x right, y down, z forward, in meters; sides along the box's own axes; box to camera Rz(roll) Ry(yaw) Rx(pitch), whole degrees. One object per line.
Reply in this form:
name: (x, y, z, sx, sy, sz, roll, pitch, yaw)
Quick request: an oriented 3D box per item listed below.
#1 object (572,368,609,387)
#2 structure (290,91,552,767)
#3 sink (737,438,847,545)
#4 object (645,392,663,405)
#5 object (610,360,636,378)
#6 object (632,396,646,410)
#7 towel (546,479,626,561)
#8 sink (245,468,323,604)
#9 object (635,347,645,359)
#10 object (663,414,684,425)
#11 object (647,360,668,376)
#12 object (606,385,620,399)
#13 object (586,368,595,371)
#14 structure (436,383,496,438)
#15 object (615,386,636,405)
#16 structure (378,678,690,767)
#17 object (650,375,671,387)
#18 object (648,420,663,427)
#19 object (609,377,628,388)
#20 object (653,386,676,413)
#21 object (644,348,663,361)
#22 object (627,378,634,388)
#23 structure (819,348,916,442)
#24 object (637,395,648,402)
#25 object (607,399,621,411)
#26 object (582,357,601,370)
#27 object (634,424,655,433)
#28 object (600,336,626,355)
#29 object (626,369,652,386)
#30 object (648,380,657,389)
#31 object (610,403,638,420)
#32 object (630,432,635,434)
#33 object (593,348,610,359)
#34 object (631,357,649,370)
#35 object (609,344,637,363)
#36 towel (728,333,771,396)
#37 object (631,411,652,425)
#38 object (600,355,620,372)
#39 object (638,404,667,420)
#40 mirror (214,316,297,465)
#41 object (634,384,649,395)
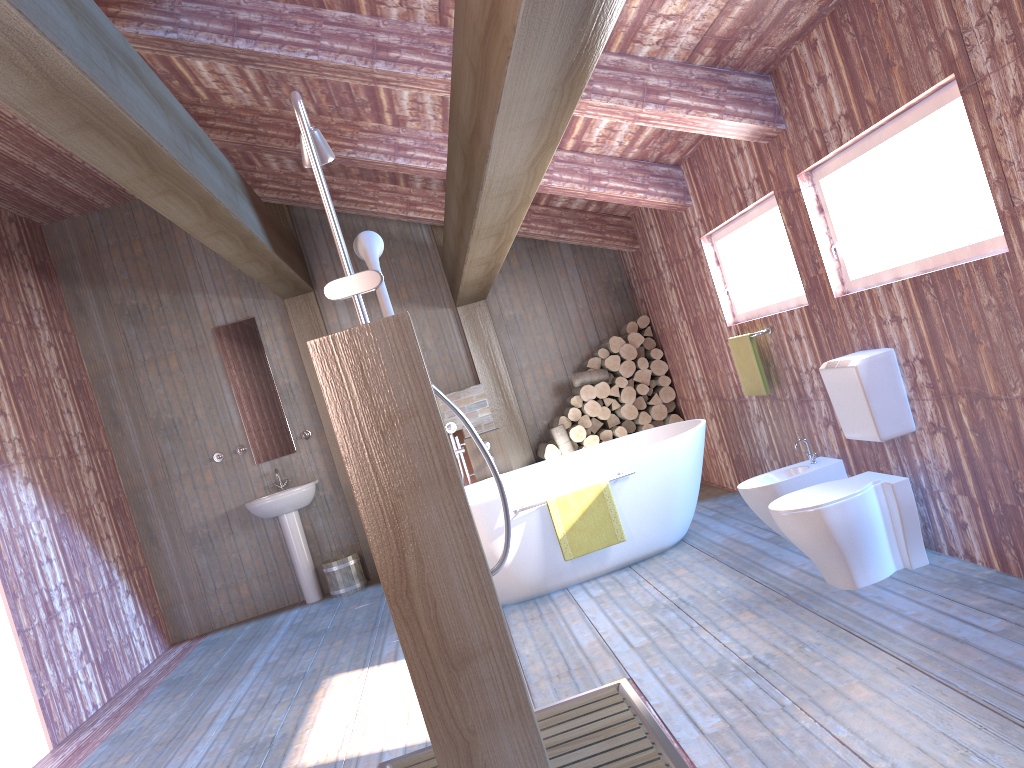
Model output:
object: (0.648, -0.053, 7.339, 0.302, 0.157, 0.121, -17, 0, -4)
structure: (-0.244, 0.223, 2.368, 0.328, 2.209, 0.522, -17, 0, 16)
sink: (1.444, 0.569, 4.578, 0.515, 0.517, 0.335, -17, 0, -4)
object: (1.153, 0.128, 7.480, 0.115, 0.112, 0.423, -17, 0, -5)
object: (0.930, -0.112, 7.468, 0.143, 0.151, 0.440, -17, 0, -5)
object: (1.033, 0.164, 7.455, 0.111, 0.118, 0.302, -17, 0, -6)
towel: (0.412, 0.756, 4.928, 0.370, 0.361, 0.032, -17, 0, -9)
sink: (-1.782, 1.242, 7.241, 0.582, 1.143, 0.475, -17, 0, -6)
object: (1.046, -0.250, 7.582, 0.132, 0.119, 0.319, -17, 0, -4)
object: (1.318, 0.320, 7.511, 0.139, 0.137, 0.455, -17, 0, -7)
object: (1.192, -0.134, 7.494, 0.147, 0.152, 0.439, -17, 0, -5)
object: (0.814, 0.080, 7.449, 0.109, 0.124, 0.424, -17, 0, -6)
object: (0.655, -0.060, 7.538, 0.113, 0.130, 0.291, -17, 0, -4)
structure: (-0.600, 0.794, 7.491, 1.130, 1.330, 0.226, -17, 0, -5)
object: (0.937, 0.102, 7.463, 0.136, 0.157, 0.439, -17, 0, -4)
structure: (0.022, 1.306, 2.909, 1.000, 0.067, 1.000, -17, 0, -5)
object: (1.236, -0.024, 7.491, 0.102, 0.109, 0.438, -17, 0, -5)
object: (1.203, 0.357, 7.579, 0.118, 0.106, 0.319, -17, 0, -7)
object: (0.878, -0.014, 7.457, 0.102, 0.109, 0.438, -17, 0, -5)
object: (1.274, 0.138, 7.500, 0.137, 0.256, 0.439, -17, 0, -5)
object: (1.171, -0.246, 7.491, 0.102, 0.109, 0.438, -17, 0, -5)
object: (0.965, 0.009, 7.445, 0.095, 0.090, 0.278, -17, 0, -4)
structure: (1.517, 0.051, 3.803, 0.182, 0.363, 0.358, -17, 0, -4)
object: (1.091, 0.119, 7.462, 0.065, 0.069, 0.177, -17, 0, -6)
object: (0.845, 0.165, 7.457, 0.085, 0.096, 0.280, -17, 0, -4)
object: (0.680, -0.157, 7.544, 0.140, 0.121, 0.319, -17, 0, -3)
object: (1.107, 0.388, 7.441, 0.116, 0.117, 0.289, -17, 0, -7)
object: (0.849, -0.326, 7.484, 0.135, 0.139, 0.456, -17, 0, -4)
object: (1.060, -0.044, 7.506, 0.172, 0.151, 0.482, -17, 0, -4)
object: (1.174, -0.004, 7.530, 0.088, 0.092, 0.280, -17, 0, -4)
object: (0.933, 0.234, 7.459, 0.141, 0.143, 0.437, -17, 0, -7)
object: (1.033, 0.468, 7.459, 0.115, 0.112, 0.423, -17, 0, -5)
object: (0.750, -0.253, 7.445, 0.094, 0.097, 0.227, -17, 0, -4)
object: (1.059, -0.166, 7.478, 0.089, 0.106, 0.437, -17, 0, -4)
object: (0.927, -0.254, 7.472, 0.141, 0.143, 0.437, -17, 0, -7)
towel: (1.373, -0.107, 5.149, 0.032, 0.361, 0.370, -17, 0, -5)
object: (1.072, 0.286, 7.445, 0.114, 0.113, 0.301, -17, 0, -7)
object: (0.808, -0.168, 7.476, 0.139, 0.148, 0.458, -17, 0, -5)
object: (1.186, 0.240, 7.488, 0.137, 0.133, 0.437, -17, 0, -7)
mirror: (-2.156, 0.054, 7.447, 0.350, 1.199, 0.009, -17, 0, -5)
object: (1.053, 0.043, 7.472, 0.102, 0.109, 0.438, -17, 0, -5)
